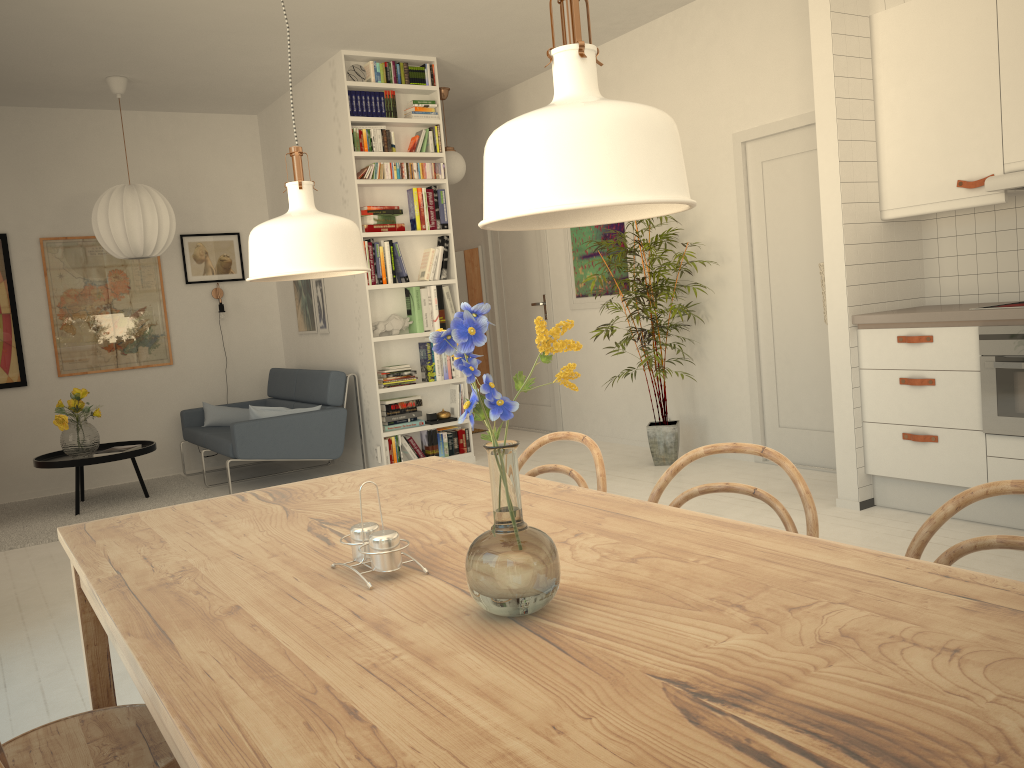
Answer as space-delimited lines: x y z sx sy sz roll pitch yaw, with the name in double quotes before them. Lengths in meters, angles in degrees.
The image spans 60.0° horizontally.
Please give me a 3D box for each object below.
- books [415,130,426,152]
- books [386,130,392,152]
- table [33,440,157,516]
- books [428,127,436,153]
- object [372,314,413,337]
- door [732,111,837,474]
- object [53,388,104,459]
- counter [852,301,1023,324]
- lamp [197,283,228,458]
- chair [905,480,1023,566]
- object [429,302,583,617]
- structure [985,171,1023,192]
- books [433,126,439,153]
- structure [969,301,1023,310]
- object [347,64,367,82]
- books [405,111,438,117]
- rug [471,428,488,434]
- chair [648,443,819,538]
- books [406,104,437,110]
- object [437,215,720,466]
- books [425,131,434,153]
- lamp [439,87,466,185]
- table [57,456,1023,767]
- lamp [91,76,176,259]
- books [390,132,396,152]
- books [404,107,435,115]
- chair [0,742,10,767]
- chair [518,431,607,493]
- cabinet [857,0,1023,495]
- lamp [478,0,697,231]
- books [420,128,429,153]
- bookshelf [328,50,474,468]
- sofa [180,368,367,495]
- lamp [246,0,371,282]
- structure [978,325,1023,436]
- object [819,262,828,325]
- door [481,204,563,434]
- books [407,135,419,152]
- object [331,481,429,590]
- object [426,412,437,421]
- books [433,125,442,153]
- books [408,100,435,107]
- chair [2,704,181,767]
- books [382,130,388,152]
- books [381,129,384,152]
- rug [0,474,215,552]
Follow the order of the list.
"books" -0.697 -1.710 6.328 0.092 0.165 0.222 -8 6 -32
"books" -0.888 -1.670 6.160 0.023 0.153 0.176 -8 6 -32
"table" -2.814 0.643 6.051 0.761 0.385 0.761 -7 5 -16
"books" -0.609 -1.735 6.382 0.022 0.186 0.186 -8 6 -32
"object" -0.844 -0.416 6.211 0.311 0.150 0.137 -8 6 -24
"door" 1.741 -0.509 5.115 0.166 2.032 0.955 -8 6 -32
"object" -2.943 0.264 5.994 0.291 0.471 0.361 -5 5 6
"counter" 2.192 -0.063 1.687 2.858 0.162 4.845 -9 6 -32
"lamp" -2.465 -0.114 7.279 0.360 1.415 0.112 -8 6 -32
"chair" 0.584 0.566 1.141 0.484 0.810 0.385 -8 6 -29
"object" -0.015 0.091 1.096 0.206 0.388 0.145 -3 5 20
"structure" 2.334 -0.849 3.506 0.482 0.073 0.681 -9 6 -32
"books" -0.586 -1.737 6.381 0.014 0.187 0.218 -8 6 -32
"structure" 2.337 -0.323 3.536 0.504 0.057 0.763 -9 6 -32
"object" -1.052 -2.098 6.010 0.131 0.131 0.131 -9 6 -36
"books" -0.668 -1.910 6.327 0.200 0.018 0.208 -9 6 -32
"rug" -0.756 0.473 7.978 0.941 0.002 0.553 -9 6 -32
"chair" 0.339 0.546 1.589 0.385 0.810 0.484 -1 7 40
"books" -0.656 -1.958 6.305 0.179 0.016 0.208 -8 6 -27
"object" 0.443 -0.315 6.024 2.088 1.710 0.778 -1 6 39
"books" -0.622 -1.713 6.355 0.030 0.153 0.200 -8 6 -32
"lamp" -0.536 -2.011 7.217 0.275 0.767 0.275 -9 6 -37
"table" -0.065 0.643 1.367 0.895 0.748 1.798 -8 6 -32
"lamp" -2.649 -1.483 6.115 0.536 1.228 0.536 -5 5 2
"books" -0.865 -1.670 6.196 0.020 0.145 0.189 -8 6 -32
"books" -0.680 -1.933 6.317 0.173 0.030 0.199 -10 7 -42
"chair" -0.469 0.660 1.153 0.484 0.810 0.385 -9 6 -34
"chair" -0.007 0.543 1.965 0.484 0.810 0.385 -9 6 -34
"cabinet" 2.157 -0.457 1.654 2.854 2.158 4.845 -8 6 -32
"lamp" 0.007 -0.967 0.872 0.229 1.595 0.230 -4 5 14
"books" -0.662 -1.717 6.334 0.065 0.168 0.229 -8 6 -32
"bookshelf" -0.770 -0.829 6.299 0.710 2.898 0.249 -8 6 -32
"sofa" -1.851 0.309 6.645 0.964 0.772 1.603 -8 6 -32
"lamp" -0.452 -0.993 1.597 0.229 1.595 0.230 -5 5 3
"structure" 2.409 -0.047 3.581 0.704 0.447 0.682 -8 6 -32
"object" 1.691 -0.601 4.402 0.440 0.612 0.093 -8 6 -32
"door" 0.124 -0.601 7.671 0.166 2.032 0.955 -8 6 -32
"books" -0.730 -1.689 6.322 0.073 0.129 0.200 -8 6 -32
"object" -0.207 0.213 1.326 0.095 0.138 0.155 -8 6 -32
"object" -0.579 0.238 6.397 0.058 0.055 0.058 -8 6 -32
"books" -0.570 -1.745 6.389 0.022 0.198 0.212 -8 6 -32
"books" -0.660 -1.984 6.322 0.169 0.032 0.188 -8 6 -27
"chair" -0.800 0.655 1.537 0.484 0.810 0.385 -8 6 -29
"books" -0.925 -1.669 6.175 0.024 0.155 0.206 -8 6 -32
"books" -0.931 -1.668 6.149 0.013 0.159 0.176 -8 6 -32
"rug" -2.780 0.835 6.028 1.305 0.012 1.661 -8 6 -30
